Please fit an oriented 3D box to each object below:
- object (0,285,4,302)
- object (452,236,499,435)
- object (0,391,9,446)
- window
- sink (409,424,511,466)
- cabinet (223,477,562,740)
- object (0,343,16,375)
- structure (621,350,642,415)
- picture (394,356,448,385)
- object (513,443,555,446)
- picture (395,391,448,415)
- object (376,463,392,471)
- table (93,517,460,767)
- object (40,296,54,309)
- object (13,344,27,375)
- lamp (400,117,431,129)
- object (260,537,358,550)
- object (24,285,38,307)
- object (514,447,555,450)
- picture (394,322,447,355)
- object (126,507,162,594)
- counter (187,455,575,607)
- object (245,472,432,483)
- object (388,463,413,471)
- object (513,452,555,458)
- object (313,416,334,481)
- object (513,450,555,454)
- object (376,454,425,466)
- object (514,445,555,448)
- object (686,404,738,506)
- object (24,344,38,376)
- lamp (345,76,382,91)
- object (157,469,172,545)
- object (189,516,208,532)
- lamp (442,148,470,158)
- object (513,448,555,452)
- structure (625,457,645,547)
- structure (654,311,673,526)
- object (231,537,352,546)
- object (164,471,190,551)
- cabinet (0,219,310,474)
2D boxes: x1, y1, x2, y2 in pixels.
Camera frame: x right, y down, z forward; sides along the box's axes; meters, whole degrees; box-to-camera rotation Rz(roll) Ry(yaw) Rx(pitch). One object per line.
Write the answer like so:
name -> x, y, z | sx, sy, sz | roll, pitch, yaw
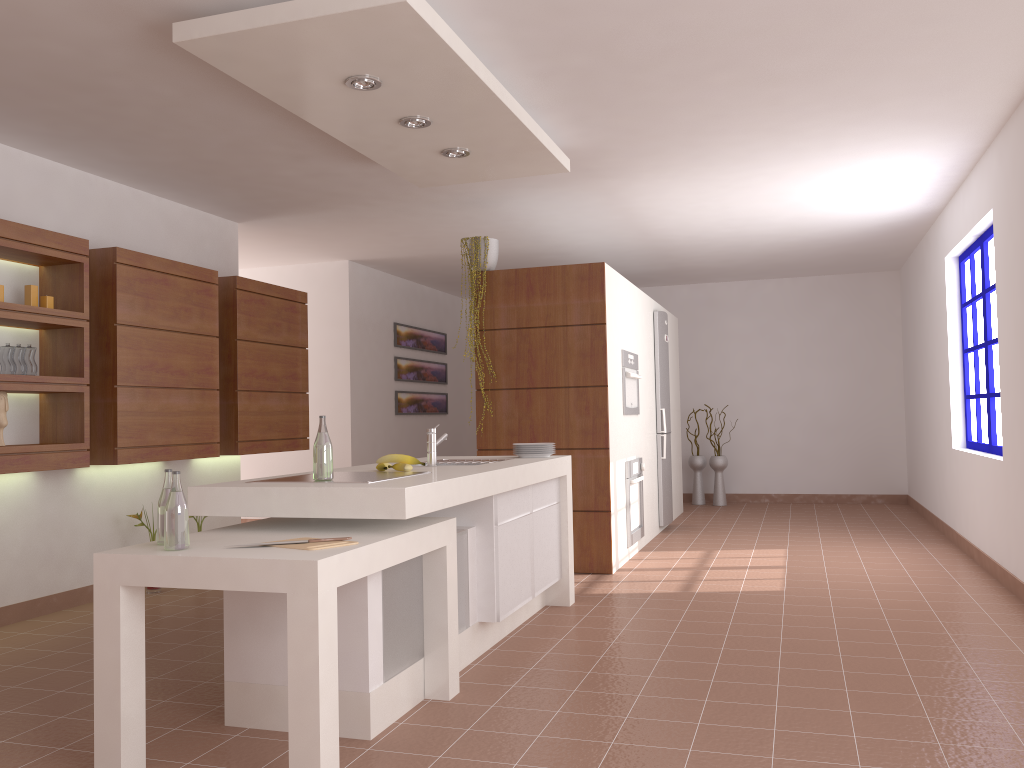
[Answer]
object -> -2.459, -0.432, 4.234 | 0.044, 0.099, 0.044 | -2, -2, 18
object -> -0.222, -0.320, 5.992 | 0.297, 1.344, 0.279 | 0, -2, -23
object -> -2.500, 0.159, 4.294 | 0.100, 0.284, 0.100 | 1, -3, -42
window -> 3.114, -0.262, 5.797 | 0.035, 1.430, 1.699 | -2, -2, 18
sink -> -0.270, 0.379, 4.353 | 0.404, 0.368, 0.668 | -2, -2, 18
cabinet -> -0.400, 0.820, 3.880 | 0.737, 0.700, 2.048 | -2, -2, 18
object -> -2.493, -0.118, 4.379 | 0.054, 0.165, 0.065 | -3, -3, 34
structure -> 0.888, -0.005, 6.450 | 0.056, 0.454, 0.614 | -2, -2, 18
picture -> -0.979, -0.138, 9.736 | 0.015, 0.248, 1.408 | -2, -2, 18
object -> 0.117, 0.328, 4.730 | 0.228, 0.020, 0.228 | -1, -2, 0
picture -> -0.972, 0.212, 9.723 | 0.015, 0.248, 1.408 | -2, -2, 18
object -> -0.547, 0.351, 3.754 | 0.060, 0.033, 0.207 | -1, -2, -2
table -> -0.705, 0.818, 2.930 | 0.737, 0.647, 1.003 | -2, -2, 18
object -> -2.364, -0.409, 4.507 | 0.044, 0.070, 0.044 | -2, -2, 18
object -> -2.464, -0.117, 4.423 | 0.054, 0.165, 0.065 | -3, -3, 34
lamp -> -0.437, -1.202, 4.012 | 0.143, 0.059, 0.143 | 1, -3, -44
object -> -0.611, 0.479, 2.664 | 0.266, 0.006, 0.168 | -3, -3, 35
object -> -2.416, -0.435, 4.457 | 0.044, 0.120, 0.044 | -2, -2, 18
object -> 0.118, 0.349, 4.729 | 0.228, 0.020, 0.228 | -1, -2, 0
picture -> -0.987, -0.487, 9.749 | 0.015, 0.248, 1.408 | -2, -2, 18
object -> -2.177, 0.990, 5.374 | 0.087, 0.546, 0.296 | -3, -3, 34
counter -> -0.388, 0.772, 3.937 | 0.821, 0.800, 2.156 | -2, -2, 18
object -> -0.639, 0.353, 3.364 | 0.493, 0.006, 0.551 | -2, -2, 18
object -> -0.456, 0.347, 3.697 | 0.060, 0.033, 0.207 | 0, -2, -27
object -> 0.118, 0.379, 4.728 | 0.228, 0.020, 0.228 | -1, -2, 0
object -> -0.674, 0.228, 3.162 | 0.071, 0.230, 0.071 | -1, -2, -1
object -> 0.118, 0.369, 4.728 | 0.228, 0.020, 0.228 | -1, -2, 0
object -> -0.468, 0.321, 3.726 | 0.207, 0.055, 0.047 | -1, -2, -5
object -> 0.117, 0.338, 4.729 | 0.228, 0.020, 0.228 | -1, -2, 0
object -> 2.228, 0.774, 9.723 | 0.655, 1.112, 0.284 | -3, -3, 37
object -> -2.435, -0.116, 4.467 | 0.054, 0.165, 0.065 | -3, -3, 34
lamp -> -0.591, -1.216, 3.531 | 0.143, 0.059, 0.143 | -1, -2, 1
object -> -1.063, 0.379, 2.745 | 0.071, 0.230, 0.071 | -1, -2, -1
object -> -2.043, 1.003, 5.798 | 0.087, 0.546, 0.296 | -2, -2, 18
lamp -> -0.284, -1.187, 4.487 | 0.143, 0.059, 0.143 | 1, -3, -44
object -> 0.118, 0.359, 4.728 | 0.228, 0.020, 0.228 | -1, -2, 0
structure -> 0.902, 0.843, 6.423 | 0.058, 0.592, 0.596 | -2, -2, 18
structure -> 1.357, 0.294, 7.848 | 0.089, 1.862, 0.604 | -2, -2, 18
object -> -0.668, 0.474, 2.655 | 0.375, 0.008, 0.041 | -1, -2, -15
object -> -0.991, 0.373, 2.619 | 0.071, 0.230, 0.071 | -1, -2, -1
cabinet -> -2.634, -0.156, 4.636 | 0.754, 1.200, 4.718 | -2, -2, 18
